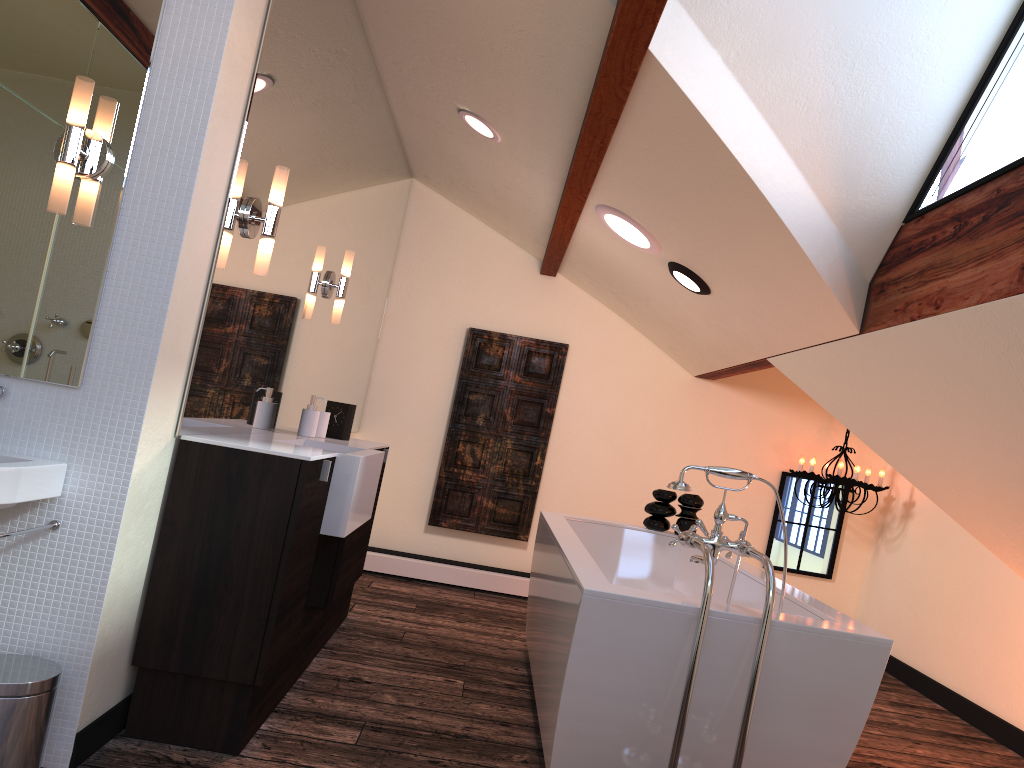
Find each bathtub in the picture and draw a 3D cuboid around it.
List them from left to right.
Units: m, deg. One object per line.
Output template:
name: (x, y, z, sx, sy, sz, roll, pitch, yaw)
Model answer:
bathtub: (0.486, 1.045, 3.330, 0.799, 0.693, 2.219, 11, -3, -1)

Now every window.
window: (1.894, 1.010, 5.703, 0.449, 0.701, 0.046, 11, -1, -1)
window: (0.423, -1.204, 1.171, 2.107, 0.675, 3.522, 11, -3, -1)

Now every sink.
sink: (-1.487, 0.533, 2.008, 0.681, 0.784, 0.346, 11, -1, -1)

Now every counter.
counter: (-0.742, 0.394, 3.373, 0.442, 0.296, 1.858, 11, -3, -1)

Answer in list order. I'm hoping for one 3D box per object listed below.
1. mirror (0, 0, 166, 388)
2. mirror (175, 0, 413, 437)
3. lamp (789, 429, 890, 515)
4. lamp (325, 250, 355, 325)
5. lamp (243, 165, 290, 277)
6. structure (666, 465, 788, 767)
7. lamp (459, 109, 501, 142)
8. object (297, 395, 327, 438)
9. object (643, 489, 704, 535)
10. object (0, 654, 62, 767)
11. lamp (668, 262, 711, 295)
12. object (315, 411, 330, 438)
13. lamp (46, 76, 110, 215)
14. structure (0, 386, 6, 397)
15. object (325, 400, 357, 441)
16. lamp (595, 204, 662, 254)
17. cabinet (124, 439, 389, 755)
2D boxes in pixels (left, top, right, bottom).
mirror: (-1.244, -0.671, 2.192, 0.604, 1.276, 0.011, 11, -1, -1)
mirror: (-0.780, -0.656, 4.061, 0.011, 1.841, 3.238, 11, -3, -1)
lamp: (2.035, 0.297, 5.369, 0.540, 1.124, 0.617, 10, -2, 10)
lamp: (-0.764, -0.475, 3.890, 0.083, 0.365, 0.131, 11, -1, -1)
lamp: (-0.739, -0.544, 2.648, 0.083, 0.365, 0.131, 11, -1, -1)
structure: (0.515, 0.806, 2.380, 0.383, 1.119, 0.555, 10, -2, 14)
lamp: (-0.141, -1.248, 3.856, 0.206, 0.101, 0.229, 11, -3, 4)
object: (-0.826, 0.146, 3.638, 0.080, 0.190, 0.074, 10, -2, 39)
object: (0.777, 0.688, 4.289, 0.275, 0.228, 0.157, 9, -2, 29)
object: (-1.186, 0.878, 2.042, 0.223, 0.306, 0.222, 12, -2, -36)
lamp: (0.793, -0.523, 3.961, 0.214, 0.130, 0.246, 11, -3, -5)
object: (-0.817, 0.189, 3.759, 0.073, 0.122, 0.073, 11, -2, -6)
lamp: (-1.059, -0.634, 2.147, 0.131, 0.365, 0.083, 11, -1, -1)
structure: (-1.365, 0.010, 2.069, 0.298, 0.122, 0.237, 11, -3, -1)
object: (-0.764, 0.179, 3.897, 0.116, 0.178, 0.067, 10, -2, 22)
lamp: (0.512, -0.756, 3.910, 0.329, 0.171, 0.370, 11, -3, -5)
cabinet: (-0.830, 0.709, 3.367, 0.386, 0.922, 1.858, 11, -3, -1)
